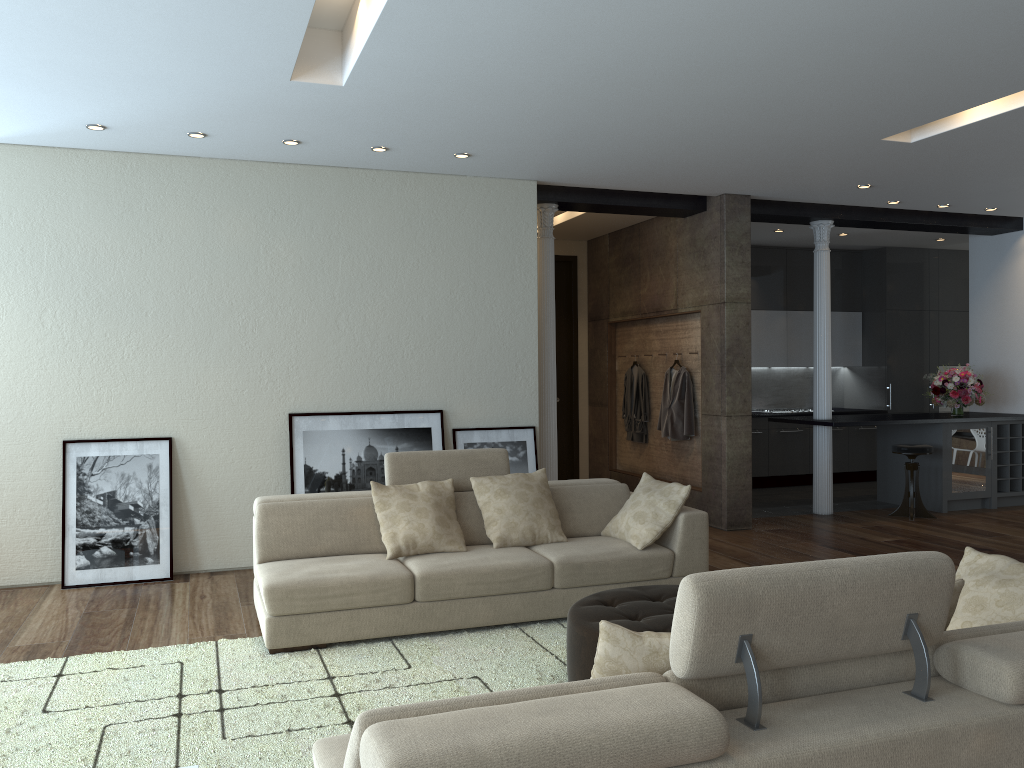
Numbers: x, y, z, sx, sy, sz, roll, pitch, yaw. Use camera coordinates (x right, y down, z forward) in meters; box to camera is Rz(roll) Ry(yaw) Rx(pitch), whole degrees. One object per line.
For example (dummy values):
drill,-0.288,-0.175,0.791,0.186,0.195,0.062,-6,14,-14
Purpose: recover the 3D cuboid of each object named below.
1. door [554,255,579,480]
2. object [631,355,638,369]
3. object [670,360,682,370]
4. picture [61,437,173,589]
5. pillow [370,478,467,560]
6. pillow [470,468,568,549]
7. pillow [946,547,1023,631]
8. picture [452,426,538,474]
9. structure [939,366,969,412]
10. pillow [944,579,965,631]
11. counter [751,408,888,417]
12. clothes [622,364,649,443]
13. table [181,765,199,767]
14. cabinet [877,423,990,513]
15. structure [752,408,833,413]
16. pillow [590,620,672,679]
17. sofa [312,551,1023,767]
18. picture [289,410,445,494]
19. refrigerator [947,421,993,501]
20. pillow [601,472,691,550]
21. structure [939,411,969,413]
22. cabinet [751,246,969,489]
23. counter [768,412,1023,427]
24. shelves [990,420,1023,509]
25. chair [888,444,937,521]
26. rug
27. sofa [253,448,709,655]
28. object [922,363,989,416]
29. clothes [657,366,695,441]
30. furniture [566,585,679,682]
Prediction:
door,0.266,-0.114,10.516,1.037,2.814,0.246,-1,1,-20
object,1.334,-0.205,9.603,0.010,0.219,0.430,-1,1,-20
object,1.625,-0.197,8.750,0.010,0.219,0.430,-1,1,-20
picture,-2.723,0.878,6.135,0.700,0.988,0.195,-1,1,-20
pillow,-0.545,0.774,5.196,0.519,0.416,0.368,-1,1,-24
pillow,0.039,0.755,5.417,0.534,0.439,0.301,-1,1,-23
pillow,1.674,0.793,3.095,0.395,0.393,0.518,-1,1,-16
picture,-0.108,0.844,7.064,0.700,0.988,0.195,-1,1,-20
structure,5.775,0.059,11.938,0.595,0.596,0.591,-1,1,-20
pillow,1.037,0.783,2.616,0.534,0.439,0.301,-1,1,-16
counter,2.956,0.465,11.066,3.597,0.223,0.807,-1,1,-20
clothes,1.319,0.209,9.610,0.141,0.855,0.569,-1,1,-19
table,-1.270,1.307,2.251,0.900,0.170,0.900,-1,1,-20
cabinet,4.413,0.822,9.307,0.642,0.897,0.900,-1,1,-20
structure,3.538,0.348,11.227,0.900,0.066,0.520,-1,1,-20
pillow,0.444,0.801,2.418,0.519,0.416,0.368,-1,1,-15
sofa,0.794,0.915,2.545,2.581,0.950,1.021,-1,1,-20
picture,-1.066,0.782,6.709,1.183,1.140,0.225,-1,1,-20
refrigerator,4.584,0.766,8.909,0.578,0.774,0.075,-1,1,-16
pillow,0.836,0.770,5.448,0.395,0.393,0.518,-1,1,-23
structure,5.780,0.660,11.945,0.595,0.596,0.591,-1,1,-20
cabinet,4.749,-0.260,11.687,7.409,2.980,0.827,-1,1,-20
counter,4.570,0.351,9.359,3.700,0.040,1.000,-1,1,-20
shelves,5.516,0.807,9.700,1.700,0.897,0.900,-1,1,-20
chair,4.229,1.103,5.203,16.134,0.952,21.556,-1,1,-20
rug,-0.048,1.373,3.644,4.231,0.020,2.972,-1,1,-20
sofa,-0.194,0.888,5.321,2.581,0.950,1.021,-1,1,-20
object,4.658,0.057,9.282,0.544,0.552,0.570,-1,1,-13
clothes,1.611,0.192,8.760,0.173,0.735,0.700,-1,1,-21
furniture,0.773,1.176,3.960,1.057,0.355,1.057,-1,1,-18
